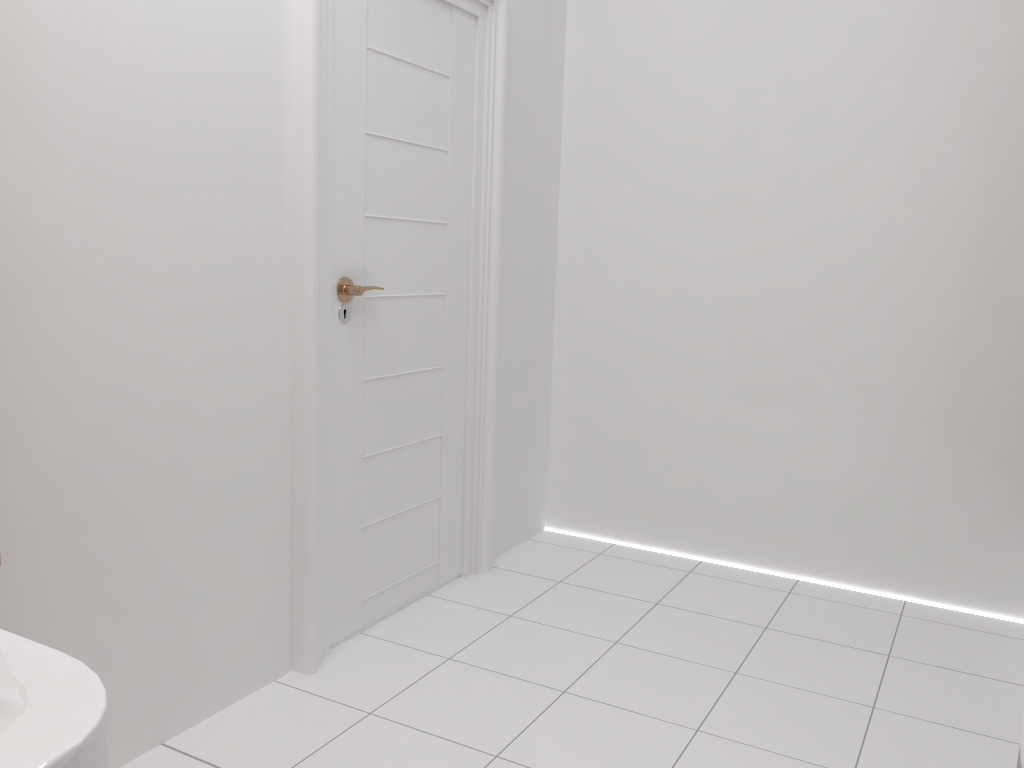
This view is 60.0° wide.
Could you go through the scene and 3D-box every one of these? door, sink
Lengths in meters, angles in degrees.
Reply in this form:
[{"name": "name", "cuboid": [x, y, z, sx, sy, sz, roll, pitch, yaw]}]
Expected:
[{"name": "door", "cuboid": [-0.278, -0.255, 2.478, 0.068, 1.885, 0.915, 6, 9, 28]}, {"name": "sink", "cuboid": [-0.514, 0.287, 0.179, 0.657, 0.673, 0.552, 6, 9, 28]}]

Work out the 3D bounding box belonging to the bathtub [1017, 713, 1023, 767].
[{"name": "bathtub", "cuboid": [0.741, 0.717, 0.282, 1.055, 0.674, 1.863, 6, 9, 28]}]
